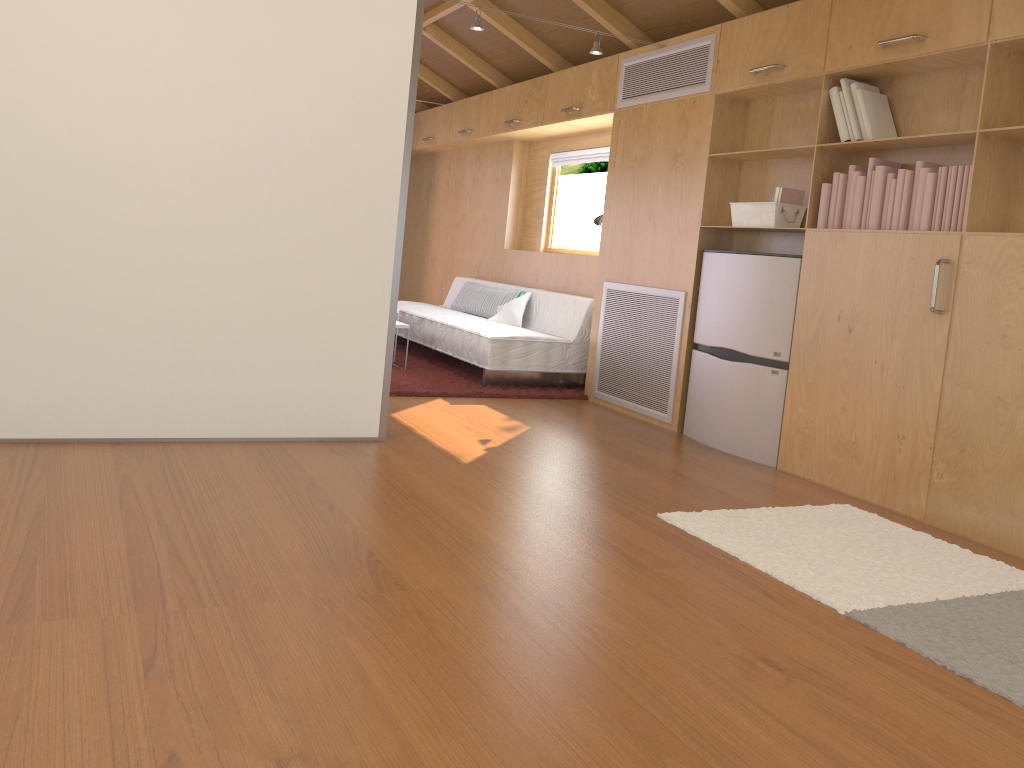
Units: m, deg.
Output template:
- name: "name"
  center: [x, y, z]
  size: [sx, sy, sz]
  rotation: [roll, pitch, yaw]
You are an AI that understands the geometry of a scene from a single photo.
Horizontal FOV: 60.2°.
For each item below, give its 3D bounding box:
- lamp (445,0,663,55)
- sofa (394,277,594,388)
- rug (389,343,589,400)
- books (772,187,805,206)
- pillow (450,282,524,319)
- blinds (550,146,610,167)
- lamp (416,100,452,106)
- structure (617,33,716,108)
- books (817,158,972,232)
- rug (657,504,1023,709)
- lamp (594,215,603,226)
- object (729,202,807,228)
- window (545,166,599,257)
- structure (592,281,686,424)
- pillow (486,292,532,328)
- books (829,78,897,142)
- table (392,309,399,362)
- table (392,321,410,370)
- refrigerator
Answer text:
- name: "lamp"
  center: [-0.854, -1.925, 4.218]
  size: [3.822, 0.152, 0.073]
  rotation: [2, 6, -27]
- name: "sofa"
  center: [-0.274, -0.451, 6.672]
  size: [0.861, 0.625, 2.375]
  rotation: [2, 9, -27]
- name: "rug"
  center: [-0.664, -0.134, 6.393]
  size: [1.882, 0.020, 2.503]
  rotation: [2, 9, -26]
- name: "books"
  center: [1.321, -0.848, 4.272]
  size: [0.150, 0.191, 0.089]
  rotation: [3, 5, -27]
- name: "pillow"
  center: [-0.220, -0.656, 6.991]
  size: [0.171, 0.250, 1.051]
  rotation: [3, 8, -27]
- name: "blinds"
  center: [0.637, -1.651, 6.364]
  size: [0.047, 0.110, 1.511]
  rotation: [3, 8, -27]
- name: "lamp"
  center: [-2.255, -2.478, 7.068]
  size: [3.822, 0.152, 0.073]
  rotation: [2, 6, -27]
- name: "structure"
  center: [0.863, -1.773, 5.054]
  size: [0.013, 0.299, 0.911]
  rotation: [4, 8, -27]
- name: "books"
  center: [2.160, -0.752, 2.604]
  size: [0.188, 0.654, 3.136]
  rotation: [4, 8, -27]
- name: "rug"
  center: [1.734, 0.797, 1.644]
  size: [0.915, 0.011, 3.755]
  rotation: [2, 9, -26]
- name: "lamp"
  center: [0.553, -0.532, 5.757]
  size: [0.256, 1.190, 0.182]
  rotation: [9, 5, 39]
- name: "object"
  center: [1.260, -0.828, 4.384]
  size: [0.203, 0.122, 0.353]
  rotation: [2, 9, -27]
- name: "window"
  center: [0.649, -1.314, 6.410]
  size: [0.035, 0.785, 1.510]
  rotation: [4, 7, -27]
- name: "structure"
  center: [0.719, -0.210, 5.136]
  size: [0.013, 0.717, 0.826]
  rotation: [4, 7, -27]
- name: "pillow"
  center: [-0.015, -0.551, 6.399]
  size: [0.347, 0.250, 0.268]
  rotation: [9, 7, 27]
- name: "books"
  center: [1.546, -1.194, 3.893]
  size: [0.175, 0.295, 0.282]
  rotation: [3, 6, -27]
- name: "table"
  center: [-1.104, -0.383, 6.376]
  size: [0.423, 0.381, 0.462]
  rotation: [3, 7, -27]
- name: "table"
  center: [-0.932, -0.277, 6.021]
  size: [0.341, 0.307, 0.372]
  rotation: [3, 7, -27]
- name: "refrigerator"
  center: [1.186, -0.159, 4.412]
  size: [0.261, 0.981, 0.719]
  rotation: [4, 6, -27]
